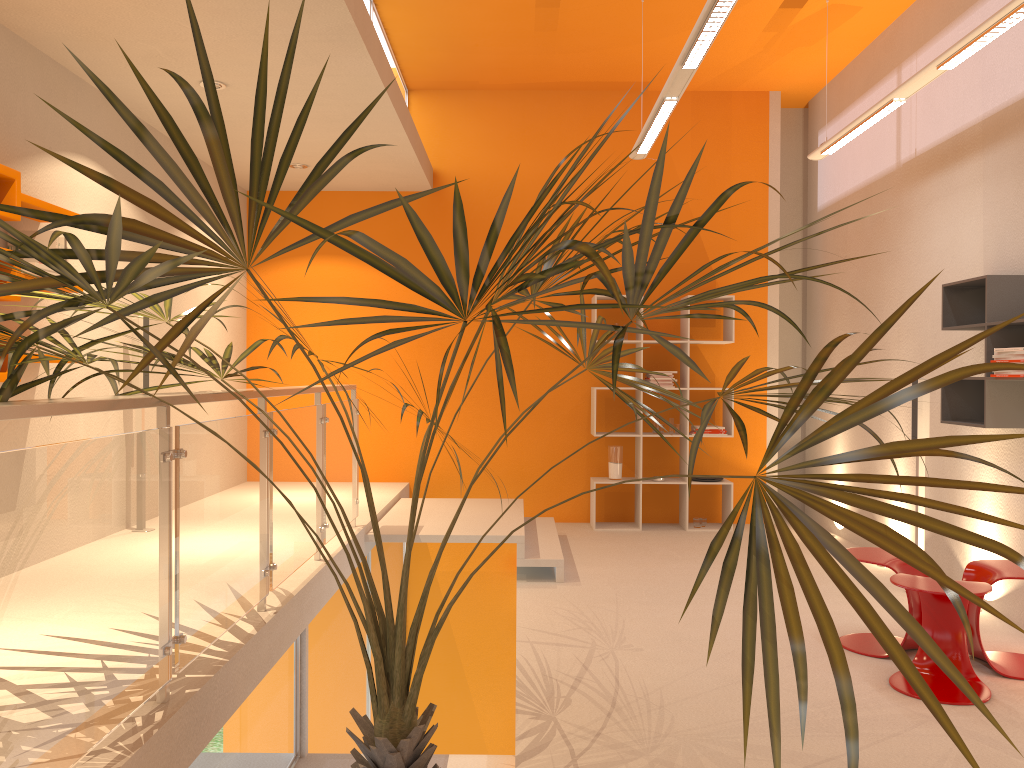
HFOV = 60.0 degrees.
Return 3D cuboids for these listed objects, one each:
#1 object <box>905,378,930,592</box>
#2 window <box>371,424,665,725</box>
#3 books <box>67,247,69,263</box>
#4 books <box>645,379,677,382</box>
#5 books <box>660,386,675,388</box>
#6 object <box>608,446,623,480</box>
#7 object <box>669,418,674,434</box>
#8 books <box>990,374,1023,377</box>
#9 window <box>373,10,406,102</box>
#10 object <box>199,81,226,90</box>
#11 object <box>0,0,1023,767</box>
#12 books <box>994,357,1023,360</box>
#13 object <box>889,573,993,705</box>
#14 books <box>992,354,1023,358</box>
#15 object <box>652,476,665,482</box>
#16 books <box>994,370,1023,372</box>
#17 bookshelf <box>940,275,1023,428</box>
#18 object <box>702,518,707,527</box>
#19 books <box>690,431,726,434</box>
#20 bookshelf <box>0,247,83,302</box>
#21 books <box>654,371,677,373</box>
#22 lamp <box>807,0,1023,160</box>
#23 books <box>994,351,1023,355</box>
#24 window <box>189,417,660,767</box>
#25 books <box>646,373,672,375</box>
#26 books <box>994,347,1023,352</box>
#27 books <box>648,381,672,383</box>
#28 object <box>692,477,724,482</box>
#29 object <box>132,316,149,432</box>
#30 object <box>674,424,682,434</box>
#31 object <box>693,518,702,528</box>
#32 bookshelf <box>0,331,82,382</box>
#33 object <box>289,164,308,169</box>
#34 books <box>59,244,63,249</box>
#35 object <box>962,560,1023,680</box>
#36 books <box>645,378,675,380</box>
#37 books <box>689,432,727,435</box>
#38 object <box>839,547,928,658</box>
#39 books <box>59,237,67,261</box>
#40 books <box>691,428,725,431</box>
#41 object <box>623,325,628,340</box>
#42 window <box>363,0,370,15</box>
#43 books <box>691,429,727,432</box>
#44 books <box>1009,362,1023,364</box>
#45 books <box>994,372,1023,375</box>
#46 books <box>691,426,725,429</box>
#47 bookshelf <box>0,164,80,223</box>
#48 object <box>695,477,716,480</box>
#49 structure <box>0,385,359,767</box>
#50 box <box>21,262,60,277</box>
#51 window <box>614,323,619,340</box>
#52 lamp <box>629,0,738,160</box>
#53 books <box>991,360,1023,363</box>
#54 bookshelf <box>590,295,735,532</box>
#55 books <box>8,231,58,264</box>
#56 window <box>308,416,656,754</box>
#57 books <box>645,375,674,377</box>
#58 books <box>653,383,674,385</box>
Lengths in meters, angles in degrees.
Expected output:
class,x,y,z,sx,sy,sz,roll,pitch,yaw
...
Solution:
class,x,y,z,sx,sy,sz,roll,pitch,yaw
object,2.475,0.617,5.410,0.116,1.317,0.111,0,1,-3
window,0.164,2.614,6.991,2.294,4.526,1.860,0,1,0
books,-2.277,-0.584,4.322,0.230,0.169,0.023,0,1,0
books,1.284,-0.031,7.660,0.230,0.017,0.227,0,1,-5
books,1.274,0.025,7.658,0.210,0.013,0.296,0,1,0
object,0.895,0.684,7.678,0.129,0.291,0.129,1,1,28
object,-0.174,2.621,4.268,0.870,4.604,7.392,1,1,31
books,2.533,-0.040,4.340,0.210,0.013,0.297,0,1,-5
window,-0.953,-2.259,6.950,0.006,0.660,1.860,0,1,0
object,-1.691,-1.709,5.012,0.143,0.059,0.143,0,1,-28
object,-0.289,0.436,2.865,3.098,2.600,3.241,0,1,9
books,2.533,-0.123,4.343,0.190,0.011,0.268,0,1,-3
object,1.817,1.064,3.766,0.391,0.450,0.420,1,1,30
books,2.531,-0.136,4.352,0.190,0.015,0.254,0,1,-9
object,1.259,0.814,7.610,0.105,0.035,0.106,1,1,44
books,2.531,-0.065,4.353,0.190,0.015,0.254,0,1,-9
bookshelf,2.532,0.523,3.379,0.322,2.145,3.370,0,1,2
object,2.248,2.575,1.153,0.102,2.685,13.193,0,1,-5
books,1.680,0.416,7.613,0.268,0.011,0.190,0,1,2
bookshelf,-2.293,-0.477,3.936,0.220,0.220,1.150,0,1,0
books,1.284,-0.102,7.659,0.230,0.017,0.227,0,1,-5
lamp,2.089,-2.043,4.516,0.120,1.052,3.195,0,1,0
books,2.529,-0.151,4.344,0.190,0.015,0.254,0,1,-3
window,-0.290,1.002,4.670,0.908,1.393,6.719,1,1,20
books,1.271,-0.086,7.663,0.190,0.015,0.254,0,1,2
books,2.542,-0.167,4.342,0.230,0.017,0.227,0,1,-10
books,1.271,-0.015,7.664,0.190,0.015,0.254,0,1,2
object,1.678,0.823,7.663,0.294,0.020,0.294,1,1,40
object,-2.266,0.241,5.437,0.116,1.317,0.111,0,1,7
object,2.198,2.138,3.926,0.190,3.502,7.694,0,1,-11
object,2.237,2.558,2.466,0.129,2.692,10.507,0,1,-7
bookshelf,-2.295,-0.119,3.940,0.220,0.220,1.150,0,1,0
object,-1.677,-1.729,6.961,0.143,0.059,0.143,0,1,-28
books,-2.267,-0.583,4.240,0.230,0.169,0.027,0,1,0
object,2.284,1.063,4.038,0.420,0.450,0.391,0,1,0
books,1.274,-0.046,7.657,0.210,0.013,0.296,0,1,0
books,1.676,0.428,7.614,0.296,0.013,0.210,0,1,0
object,1.810,1.058,4.316,0.391,0.450,0.420,0,1,-30
books,-2.262,-0.604,4.291,0.207,0.210,0.021,0,1,0
books,1.683,0.387,7.617,0.254,0.015,0.190,0,1,2
object,-0.069,2.210,4.423,0.351,5.384,6.779,1,1,20
window,-0.967,-2.240,5.045,0.006,0.660,1.869,0,1,0
books,1.690,0.402,7.615,0.254,0.015,0.190,0,1,-4
books,2.542,-0.096,4.343,0.230,0.017,0.227,0,1,-10
books,2.533,-0.052,4.344,0.190,0.011,0.268,0,1,-3
books,1.679,0.371,7.604,0.227,0.017,0.230,0,1,-5
bookshelf,-2.291,-0.833,3.933,0.220,0.220,1.150,0,1,0
object,1.675,0.821,7.666,0.178,0.020,0.178,0,1,17
structure,-1.103,0.510,0.103,0.195,0.900,11.050,0,1,0
box,-2.242,-0.521,4.075,0.232,0.047,0.232,0,1,0
window,-0.289,2.211,3.445,0.481,5.399,8.922,0,1,13
lamp,0.860,-2.050,4.525,0.120,1.052,3.195,0,1,0
books,2.533,-0.111,4.339,0.210,0.013,0.297,0,1,-5
bookshelf,2.106,1.560,6.784,1.107,4.600,3.516,0,1,-42
books,-2.269,-0.612,4.199,0.230,0.227,0.017,0,1,0
window,-0.286,2.583,6.211,0.993,4.599,4.234,1,1,32
books,1.274,-0.071,7.671,0.190,0.015,0.254,0,1,-4
books,1.274,0.000,7.671,0.190,0.015,0.254,0,1,-4
